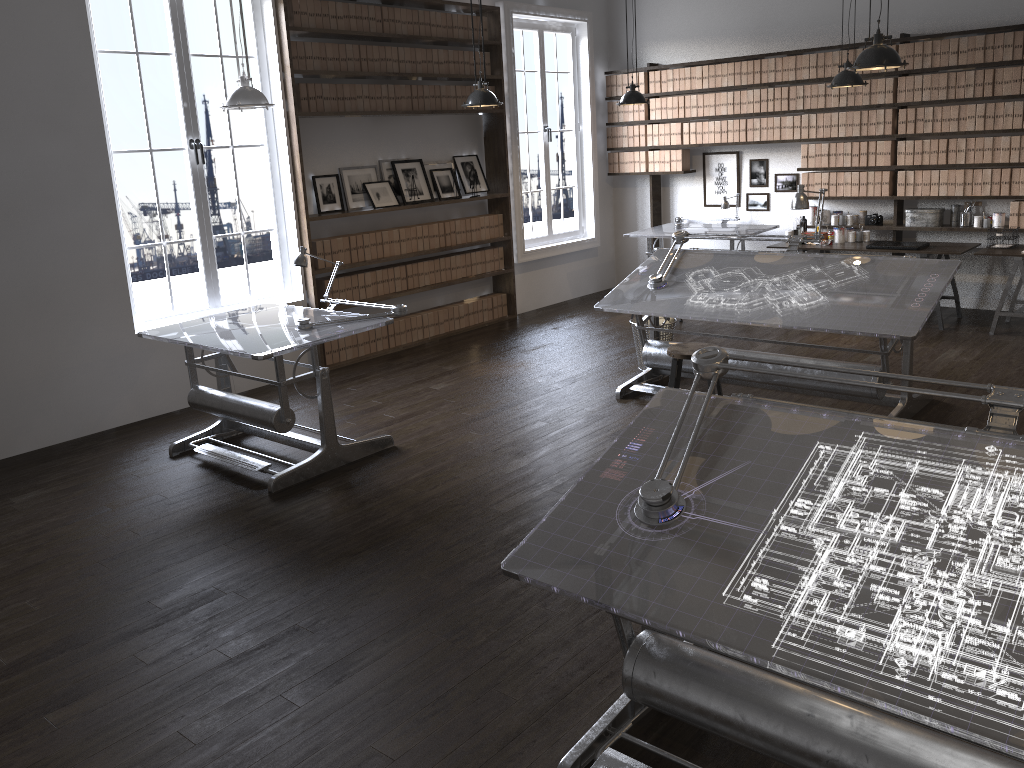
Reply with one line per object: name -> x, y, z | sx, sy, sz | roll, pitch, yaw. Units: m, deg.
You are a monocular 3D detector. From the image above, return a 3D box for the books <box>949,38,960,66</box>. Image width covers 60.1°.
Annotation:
books -> 3.788, -2.824, 7.544 | 0.067, 0.223, 0.176 | 7, 17, 40

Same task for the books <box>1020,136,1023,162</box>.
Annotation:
books -> 4.278, -1.950, 7.354 | 0.067, 0.223, 0.176 | 7, 17, 40

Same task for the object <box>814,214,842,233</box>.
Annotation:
object -> 3.015, -1.524, 8.415 | 0.346, 0.144, 0.077 | -11, 15, -26

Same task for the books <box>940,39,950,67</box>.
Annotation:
books -> 3.737, -2.834, 7.592 | 0.067, 0.223, 0.176 | 8, 17, 40

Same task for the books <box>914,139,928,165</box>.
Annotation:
books -> 3.642, -2.057, 7.882 | 0.067, 0.223, 0.176 | 8, 17, 40

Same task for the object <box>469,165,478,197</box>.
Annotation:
object -> -0.367, -1.933, 8.444 | 0.040, 0.301, 0.119 | 7, 17, 40

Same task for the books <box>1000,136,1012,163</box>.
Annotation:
books -> 4.168, -1.968, 7.444 | 0.067, 0.223, 0.176 | 7, 17, 40

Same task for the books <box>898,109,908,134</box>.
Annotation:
books -> 3.520, -2.345, 7.921 | 0.067, 0.223, 0.176 | 7, 17, 40

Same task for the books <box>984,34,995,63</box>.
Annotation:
books -> 3.997, -2.790, 7.375 | 0.067, 0.223, 0.176 | 8, 17, 40

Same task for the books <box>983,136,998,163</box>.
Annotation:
books -> 4.067, -1.984, 7.525 | 0.067, 0.223, 0.176 | 8, 17, 40

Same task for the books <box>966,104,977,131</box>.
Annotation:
books -> 3.943, -2.271, 7.561 | 0.067, 0.223, 0.176 | 8, 17, 40

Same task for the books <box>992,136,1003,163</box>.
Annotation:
books -> 4.121, -1.977, 7.486 | 0.067, 0.223, 0.176 | 7, 17, 40

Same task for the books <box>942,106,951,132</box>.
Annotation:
books -> 3.795, -2.298, 7.689 | 0.067, 0.223, 0.176 | 8, 17, 40

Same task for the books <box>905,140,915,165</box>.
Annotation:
books -> 3.587, -2.067, 7.929 | 0.067, 0.223, 0.176 | 7, 17, 40

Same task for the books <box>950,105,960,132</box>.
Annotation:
books -> 3.843, -2.288, 7.642 | 0.067, 0.223, 0.176 | 7, 17, 40

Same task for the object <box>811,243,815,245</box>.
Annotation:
object -> 2.785, -1.304, 8.236 | 0.008, 0.006, 0.120 | -5, 15, -8

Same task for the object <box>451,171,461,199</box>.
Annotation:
object -> -0.523, -1.850, 8.257 | 0.040, 0.257, 0.125 | 7, 17, 40

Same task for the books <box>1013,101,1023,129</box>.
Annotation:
books -> 4.211, -2.224, 7.331 | 0.067, 0.223, 0.176 | 7, 17, 40

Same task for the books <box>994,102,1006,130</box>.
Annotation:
books -> 4.108, -2.245, 7.428 | 0.067, 0.223, 0.176 | 8, 17, 40

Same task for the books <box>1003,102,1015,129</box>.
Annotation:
books -> 4.158, -2.234, 7.380 | 0.067, 0.223, 0.176 | 7, 17, 40

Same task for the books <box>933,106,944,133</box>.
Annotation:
books -> 3.741, -2.307, 7.735 | 0.067, 0.223, 0.176 | 8, 17, 40

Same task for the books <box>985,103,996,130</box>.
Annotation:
books -> 4.053, -2.253, 7.471 | 0.067, 0.223, 0.176 | 8, 17, 40

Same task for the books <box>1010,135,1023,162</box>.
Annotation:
books -> 4.222, -1.958, 7.396 | 0.067, 0.223, 0.176 | 8, 17, 40

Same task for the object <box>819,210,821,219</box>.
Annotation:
object -> 2.890, -1.532, 8.334 | 0.007, 0.212, 0.055 | -6, 13, -13

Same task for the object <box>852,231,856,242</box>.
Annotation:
object -> 3.182, -1.374, 8.233 | 0.045, 0.100, 0.044 | 8, 17, 40

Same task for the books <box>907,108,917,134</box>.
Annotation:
books -> 3.572, -2.335, 7.870 | 0.067, 0.223, 0.176 | 8, 17, 40

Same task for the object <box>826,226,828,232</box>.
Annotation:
object -> 2.972, -1.416, 8.333 | 0.033, 0.146, 0.005 | 8, 17, 41

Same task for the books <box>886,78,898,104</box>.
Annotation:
books -> 3.412, -2.625, 7.933 | 0.067, 0.223, 0.176 | 7, 17, 40

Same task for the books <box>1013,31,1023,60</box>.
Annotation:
books -> 4.159, -2.762, 7.239 | 0.067, 0.223, 0.176 | 7, 17, 40

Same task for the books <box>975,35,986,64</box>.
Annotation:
books -> 3.942, -2.797, 7.413 | 0.067, 0.223, 0.176 | 7, 17, 40

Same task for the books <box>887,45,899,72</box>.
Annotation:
books -> 3.401, -2.890, 7.867 | 0.067, 0.223, 0.176 | 8, 17, 40

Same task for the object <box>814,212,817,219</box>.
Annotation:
object -> 2.886, -1.525, 8.354 | 0.071, 0.184, 0.008 | 8, 17, 41

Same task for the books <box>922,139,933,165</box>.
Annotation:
books -> 3.693, -2.050, 7.845 | 0.067, 0.223, 0.176 | 7, 17, 40

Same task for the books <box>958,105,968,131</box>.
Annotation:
books -> 3.896, -2.280, 7.602 | 0.067, 0.223, 0.176 | 8, 17, 40

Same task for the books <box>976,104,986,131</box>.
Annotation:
books -> 3.997, -2.262, 7.513 | 0.067, 0.223, 0.176 | 7, 17, 40

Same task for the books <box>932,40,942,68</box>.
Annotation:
books -> 3.685, -2.844, 7.638 | 0.067, 0.223, 0.176 | 8, 17, 40

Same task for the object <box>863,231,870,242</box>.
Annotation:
object -> 3.278, -1.368, 8.190 | 0.062, 0.093, 0.062 | -3, 13, 0

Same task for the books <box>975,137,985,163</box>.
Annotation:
books -> 4.020, -1.995, 7.573 | 0.067, 0.223, 0.176 | 7, 17, 40

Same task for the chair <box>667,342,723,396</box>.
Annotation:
chair -> 1.069, 0.049, 5.183 | 0.358, 0.522, 0.376 | 1, 14, 19

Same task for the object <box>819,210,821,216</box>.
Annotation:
object -> 2.991, -1.627, 8.626 | 0.050, 0.138, 0.051 | 7, 16, 38

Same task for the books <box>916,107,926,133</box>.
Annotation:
books -> 3.633, -2.326, 7.826 | 0.067, 0.223, 0.176 | 7, 17, 40

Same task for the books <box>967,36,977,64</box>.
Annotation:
books -> 3.894, -2.807, 7.460 | 0.067, 0.223, 0.176 | 8, 17, 40

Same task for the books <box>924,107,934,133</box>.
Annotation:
books -> 3.684, -2.316, 7.777 | 0.067, 0.223, 0.176 | 7, 17, 40

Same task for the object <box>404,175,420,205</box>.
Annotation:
object -> -0.886, -1.712, 7.823 | 0.040, 0.257, 0.176 | 7, 17, 40

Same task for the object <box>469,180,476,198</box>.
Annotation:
object -> -0.375, -1.847, 8.392 | 0.040, 0.164, 0.067 | 7, 17, 40

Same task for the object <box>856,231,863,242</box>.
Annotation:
object -> 3.212, -1.362, 8.185 | 0.062, 0.092, 0.064 | -3, 13, 0

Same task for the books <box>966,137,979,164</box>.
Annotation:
books -> 3.966, -2.004, 7.618 | 0.067, 0.223, 0.176 | 7, 17, 40

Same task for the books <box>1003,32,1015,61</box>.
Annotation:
books -> 4.102, -2.771, 7.281 | 0.067, 0.223, 0.176 | 7, 17, 40

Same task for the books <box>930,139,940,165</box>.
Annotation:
books -> 3.745, -2.042, 7.805 | 0.067, 0.223, 0.176 | 8, 17, 40

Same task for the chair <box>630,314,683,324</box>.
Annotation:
chair -> 1.352, -0.822, 8.315 | 0.360, 0.522, 0.373 | -15, 17, -39

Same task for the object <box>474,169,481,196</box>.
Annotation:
object -> -0.343, -1.933, 8.518 | 0.040, 0.259, 0.111 | 7, 17, 40

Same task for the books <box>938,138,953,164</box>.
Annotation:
books -> 3.798, -2.031, 7.753 | 0.067, 0.223, 0.176 | 7, 17, 40

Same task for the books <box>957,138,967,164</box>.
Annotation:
books -> 3.909, -2.012, 7.660 | 0.067, 0.223, 0.176 | 8, 17, 40

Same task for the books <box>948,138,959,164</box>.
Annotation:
books -> 3.858, -2.023, 7.709 | 0.067, 0.223, 0.176 | 8, 17, 40

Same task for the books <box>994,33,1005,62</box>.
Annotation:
books -> 4.051, -2.781, 7.329 | 0.067, 0.223, 0.176 | 8, 17, 40

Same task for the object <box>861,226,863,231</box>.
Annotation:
object -> 3.250, -1.401, 8.244 | 0.030, 0.132, 0.004 | 6, 16, 36

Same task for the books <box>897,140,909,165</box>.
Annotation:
books -> 3.534, -2.077, 7.978 | 0.067, 0.223, 0.176 | 7, 17, 40
